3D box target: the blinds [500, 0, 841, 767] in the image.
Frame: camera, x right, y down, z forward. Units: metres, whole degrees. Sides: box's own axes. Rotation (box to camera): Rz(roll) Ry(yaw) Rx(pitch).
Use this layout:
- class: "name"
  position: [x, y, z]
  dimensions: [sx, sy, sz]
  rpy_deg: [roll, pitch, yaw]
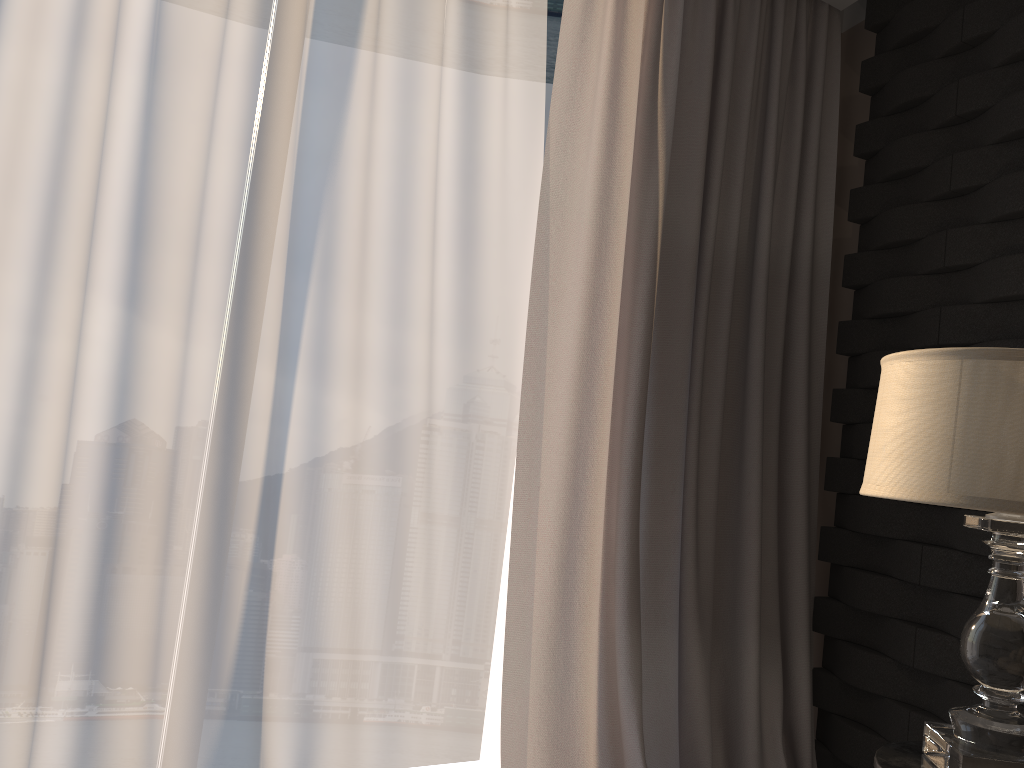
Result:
- class: "blinds"
  position: [0.527, -0.076, 2.331]
  dimensions: [1.050, 2.646, 0.323]
  rpy_deg: [10, -6, -31]

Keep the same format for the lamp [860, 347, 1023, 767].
- class: "lamp"
  position: [0.777, 0.289, 1.377]
  dimensions: [0.457, 0.632, 0.474]
  rpy_deg: [6, -5, 12]

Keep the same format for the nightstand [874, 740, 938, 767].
- class: "nightstand"
  position: [0.705, 0.901, 1.307]
  dimensions: [0.561, 0.604, 0.540]
  rpy_deg: [7, -5, -8]
